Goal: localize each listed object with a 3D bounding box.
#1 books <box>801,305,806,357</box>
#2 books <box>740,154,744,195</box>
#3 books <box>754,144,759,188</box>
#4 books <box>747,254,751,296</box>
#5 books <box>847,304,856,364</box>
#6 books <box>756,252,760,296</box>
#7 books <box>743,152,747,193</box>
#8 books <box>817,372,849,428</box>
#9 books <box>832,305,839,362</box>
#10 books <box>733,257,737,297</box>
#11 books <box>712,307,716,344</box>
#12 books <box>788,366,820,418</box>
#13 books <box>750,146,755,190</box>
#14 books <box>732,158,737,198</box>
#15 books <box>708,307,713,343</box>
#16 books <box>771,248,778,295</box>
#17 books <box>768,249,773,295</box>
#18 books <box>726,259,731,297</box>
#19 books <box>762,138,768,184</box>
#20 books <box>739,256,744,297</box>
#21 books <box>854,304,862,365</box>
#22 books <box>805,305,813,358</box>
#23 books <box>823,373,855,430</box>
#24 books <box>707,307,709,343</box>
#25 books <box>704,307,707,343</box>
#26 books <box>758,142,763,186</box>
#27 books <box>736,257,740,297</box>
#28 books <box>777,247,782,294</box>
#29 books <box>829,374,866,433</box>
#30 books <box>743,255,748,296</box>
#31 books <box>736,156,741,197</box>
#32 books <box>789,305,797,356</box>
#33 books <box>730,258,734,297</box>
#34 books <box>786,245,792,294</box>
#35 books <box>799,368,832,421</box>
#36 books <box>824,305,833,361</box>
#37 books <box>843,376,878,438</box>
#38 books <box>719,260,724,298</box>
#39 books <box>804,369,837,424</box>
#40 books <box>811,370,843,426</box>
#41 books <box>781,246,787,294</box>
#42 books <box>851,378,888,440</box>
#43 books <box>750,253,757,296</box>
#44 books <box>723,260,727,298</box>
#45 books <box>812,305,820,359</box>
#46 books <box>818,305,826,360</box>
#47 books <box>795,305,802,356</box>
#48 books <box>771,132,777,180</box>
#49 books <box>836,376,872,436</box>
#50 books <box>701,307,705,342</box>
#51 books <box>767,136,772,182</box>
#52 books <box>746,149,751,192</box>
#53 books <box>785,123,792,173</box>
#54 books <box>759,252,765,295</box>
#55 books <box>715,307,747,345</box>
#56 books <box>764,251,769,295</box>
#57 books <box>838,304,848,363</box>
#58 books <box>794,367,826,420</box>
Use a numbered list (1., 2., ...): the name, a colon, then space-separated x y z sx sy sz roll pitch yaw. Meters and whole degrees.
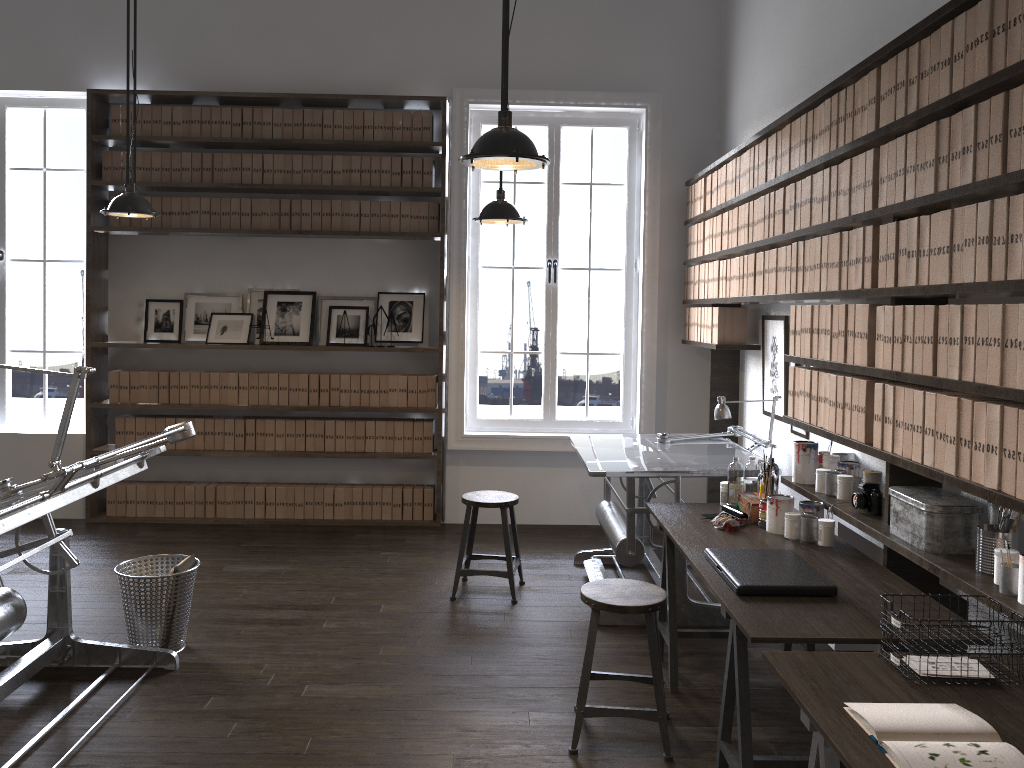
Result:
1. books: 1.332 -0.223 3.783 0.174 0.225 0.067 1 2 -1
2. books: 1.330 -1.128 4.794 0.174 0.225 0.067 1 2 -1
3. books: 1.332 -1.105 4.517 0.174 0.225 0.067 1 2 -1
4. books: 1.323 -0.561 4.616 0.174 0.225 0.067 1 2 -1
5. books: 1.343 -0.182 3.287 0.174 0.225 0.067 1 2 -1
6. books: 1.326 -0.549 4.467 0.174 0.225 0.067 1 2 -1
7. books: 1.327 -1.122 4.725 0.174 0.225 0.067 1 2 -1
8. books: 1.334 0.065 3.577 0.174 0.225 0.067 1 2 -1
9. books: 1.340 -0.194 3.436 0.174 0.225 0.067 1 2 -1
10. books: 1.315 -0.583 4.890 0.174 0.225 0.067 1 2 -1
11. books: 1.306 -0.351 5.349 0.174 0.225 0.067 1 2 -1
12. books: 1.320 0.037 3.918 0.174 0.225 0.067 1 2 -1
13. books: 1.326 -1.110 4.580 0.174 0.225 0.067 1 2 -1
14. books: 1.321 -1.139 4.934 0.174 0.225 0.067 1 2 -1
15. books: 1.298 -0.356 5.419 0.174 0.225 0.067 1 2 -1
16. books: 1.324 -0.526 4.187 0.174 0.225 0.067 1 2 -1
17. books: 1.329 -0.531 4.255 0.174 0.225 0.067 1 2 -1
18. books: 1.314 -0.595 5.029 0.174 0.225 0.067 1 2 -1
19. books: 1.331 -1.094 4.377 0.174 0.225 0.067 1 2 -1
20. books: 1.314 -0.571 4.745 0.174 0.225 0.067 1 2 -1
21. books: 1.342 -0.176 3.211 0.174 0.225 0.067 1 2 -1
22. books: 1.329 -0.217 3.716 0.174 0.225 0.067 1 2 -1
23. books: 1.331 0.071 3.507 0.174 0.225 0.067 1 2 -1
24. books: 1.301 -0.362 5.486 0.174 0.225 0.067 1 2 -1
25. books: 1.299 -0.367 5.548 0.174 0.225 0.067 1 2 -1
26. books: 1.335 -1.100 4.451 0.174 0.225 0.067 1 2 -1
27. books: 1.313 -0.577 4.817 0.174 0.225 0.067 1 2 -1
28. books: 1.330 -0.520 4.120 0.174 0.225 0.067 1 2 -1
29. books: 1.329 0.077 3.434 0.174 0.225 0.067 1 2 -1
30. books: 1.320 -0.566 4.682 0.174 0.225 0.067 1 2 -1
31. books: 1.326 -1.134 4.864 0.174 0.225 0.067 1 2 -1
32. books: 1.326 -0.234 3.918 0.174 0.225 0.067 1 2 -1
33. books: 1.318 -0.589 4.959 0.174 0.225 0.067 1 2 -1
34. books: 1.329 -0.509 3.985 0.174 0.225 0.067 1 2 -1
35. books: 1.326 0.048 3.789 0.174 0.225 0.067 1 2 -1
36. books: 1.334 -0.200 3.507 0.174 0.225 0.067 1 2 -1
37. books: 1.336 0.088 3.299 0.174 0.225 0.067 1 2 -1
38. books: 1.310 -0.607 5.181 0.174 0.225 0.067 1 2 -1
39. books: 1.325 0.053 3.716 0.174 0.225 0.067 1 2 -1
40. books: 1.330 0.059 3.646 0.174 0.225 0.067 1 2 -1
41. books: 1.330 -0.515 4.058 0.174 0.225 0.067 1 2 -1
42. books: 1.339 0.093 3.233 0.174 0.225 0.067 1 2 -1
43. books: 1.319 -0.555 4.542 0.174 0.225 0.067 1 2 -1
44. books: 1.309 -0.601 5.099 0.174 0.225 0.067 1 2 -1
45. books: 1.336 -0.212 3.648 0.174 0.225 0.067 1 2 -1
46. books: 1.337 -0.206 3.577 0.174 0.225 0.067 1 2 -1
47. books: 1.329 -0.228 3.845 0.174 0.225 0.067 1 2 -1
48. books: 1.335 -1.082 4.231 0.174 0.225 0.067 1 2 -1
49. books: 1.330 0.083 3.362 0.174 0.225 0.067 1 2 -1
50. books: 1.295 -0.373 5.621 0.174 0.225 0.067 1 2 -1
51. books: 1.338 -1.088 4.302 0.174 0.225 0.067 1 2 -1
52. books: 1.325 -1.116 4.652 0.174 0.225 0.067 1 2 -1
53. books: 1.337 -1.065 4.022 0.174 0.225 0.067 1 2 -1
54. books: 1.322 -0.543 4.396 0.174 0.225 0.067 1 2 -1
55. books: 1.305 -0.345 5.279 0.174 0.225 0.067 1 2 -1
56. books: 1.328 -0.537 4.325 0.174 0.225 0.067 1 2 -1
57. books: 1.336 -0.188 3.361 0.174 0.225 0.067 1 2 -1
58. books: 1.326 0.042 3.852 0.174 0.225 0.067 1 2 -1
